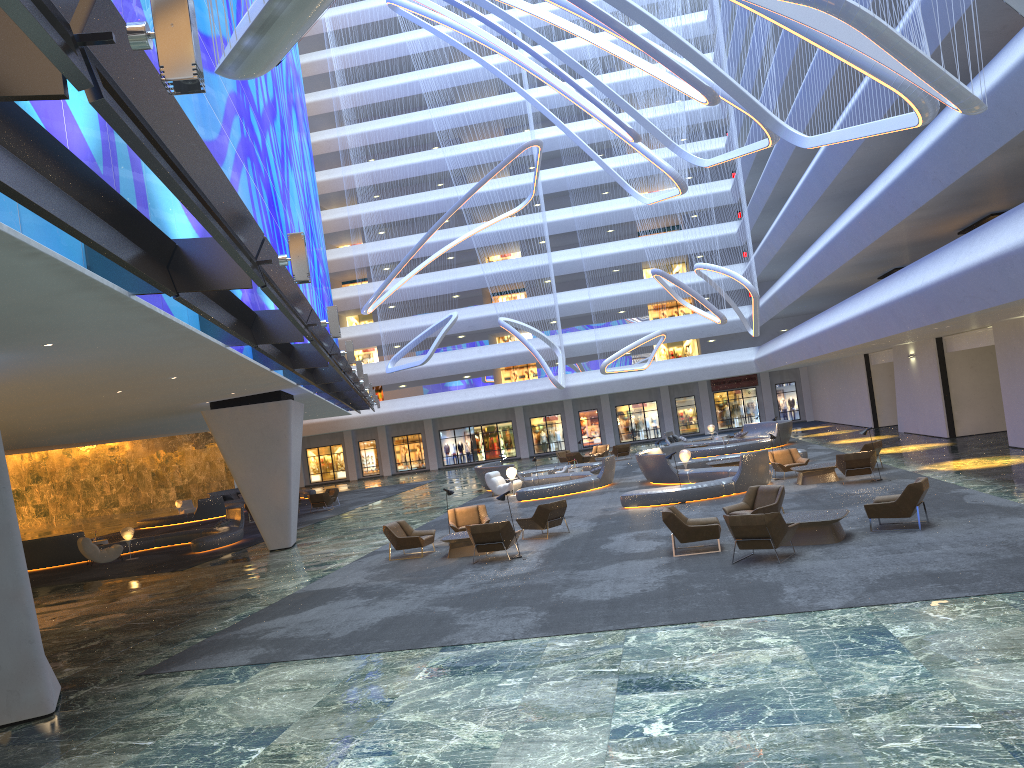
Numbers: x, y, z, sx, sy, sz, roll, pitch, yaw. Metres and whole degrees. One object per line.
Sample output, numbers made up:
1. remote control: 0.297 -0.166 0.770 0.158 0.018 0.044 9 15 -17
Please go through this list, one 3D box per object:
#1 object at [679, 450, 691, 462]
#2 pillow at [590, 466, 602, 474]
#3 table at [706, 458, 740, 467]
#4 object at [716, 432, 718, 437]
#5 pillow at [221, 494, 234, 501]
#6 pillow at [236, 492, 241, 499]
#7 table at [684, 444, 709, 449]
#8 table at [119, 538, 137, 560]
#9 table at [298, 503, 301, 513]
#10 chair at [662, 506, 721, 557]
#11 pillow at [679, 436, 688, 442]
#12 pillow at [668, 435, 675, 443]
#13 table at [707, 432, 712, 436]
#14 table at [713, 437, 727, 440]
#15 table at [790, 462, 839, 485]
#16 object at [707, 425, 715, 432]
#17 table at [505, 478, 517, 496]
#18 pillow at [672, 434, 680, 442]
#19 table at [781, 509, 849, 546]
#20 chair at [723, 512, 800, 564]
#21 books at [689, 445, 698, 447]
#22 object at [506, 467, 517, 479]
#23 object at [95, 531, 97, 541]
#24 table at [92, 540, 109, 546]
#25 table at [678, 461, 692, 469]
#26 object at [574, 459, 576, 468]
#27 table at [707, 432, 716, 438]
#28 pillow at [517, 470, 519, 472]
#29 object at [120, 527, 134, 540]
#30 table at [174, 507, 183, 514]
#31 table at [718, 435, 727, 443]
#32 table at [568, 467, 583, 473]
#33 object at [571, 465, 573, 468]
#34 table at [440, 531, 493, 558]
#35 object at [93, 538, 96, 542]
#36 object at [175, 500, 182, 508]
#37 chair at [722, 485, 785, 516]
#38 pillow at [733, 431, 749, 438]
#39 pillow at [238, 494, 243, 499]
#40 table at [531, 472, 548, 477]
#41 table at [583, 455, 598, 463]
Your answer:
1. object: 5.365 2.219 27.457 0.367 0.387 0.318 -8 -1 17
2. pillow: 3.053 2.892 29.976 0.693 0.262 0.876 -9 -2 18
3. table: 6.824 2.661 28.243 1.204 0.392 1.203 -8 -2 10
4. object: 10.095 2.506 43.566 0.131 0.252 0.103 -8 -1 -7
5. pillow: -15.321 6.099 47.668 0.315 0.386 0.783 -8 -2 26
6. pillow: -14.670 6.046 48.468 0.773 0.366 0.318 -6 -2 -39
7. table: 8.191 2.932 39.390 1.204 0.392 1.203 -8 -2 10
8. table: -11.606 5.027 26.926 0.428 0.595 0.418 -8 -1 9
9. table: -9.387 5.246 36.899 1.201 0.392 1.206 -7 -2 -26
10. chair: 3.059 2.453 15.014 0.939 0.766 0.929 -8 -2 11
11. pillow: 8.483 2.769 44.594 0.683 0.280 0.876 -6 -3 -43
12. pillow: 8.014 2.755 44.343 0.295 0.368 0.768 -8 -2 22
13. table: 10.422 2.796 46.128 0.417 0.595 0.428 -8 -1 -16
14. table: 10.220 2.820 43.484 0.671 0.406 0.673 -8 -2 6
15. table: 7.793 2.299 22.673 1.204 0.392 1.203 -8 -2 9
16. object: 10.387 2.307 46.171 0.366 0.387 0.318 -8 -1 -8
17. table: 0.024 3.589 30.843 0.417 0.595 0.428 -8 -1 -16
18. pillow: 8.220 2.703 44.342 0.315 0.386 0.784 -8 -2 25
19. table: 4.906 2.361 14.538 1.205 0.392 1.201 -9 -2 28
20. chair: 3.785 2.289 13.460 0.931 0.766 0.937 -9 -2 36
21. books: 8.066 2.732 39.370 0.396 0.039 0.301 -9 -3 23
22. object: -0.011 3.100 30.886 0.366 0.387 0.318 -8 -1 -8
23. object: -14.621 5.344 31.126 0.076 0.355 0.066 -8 0 2
24. table: -14.431 5.702 31.132 0.671 0.406 0.674 -8 -2 -3
25. table: 5.386 2.711 27.431 0.418 0.595 0.427 -8 -1 9
26. object: 2.501 3.163 35.347 0.066 0.355 0.077 -8 -1 -23
27. table: 10.179 2.770 44.884 0.417 0.595 0.429 -7 -1 -37
28. pillow: -0.016 3.670 37.074 0.442 0.207 0.446 -7 -2 -29
29. object: -11.695 4.545 26.976 0.318 0.387 0.366 -8 -1 17
30. table: -16.214 6.328 43.159 0.418 0.595 0.427 -8 -1 9
31. table: 9.582 2.657 40.150 0.418 0.595 0.427 -8 -1 6
32. table: 2.619 3.525 35.222 0.672 0.406 0.672 -7 -2 -28
33. object: 2.381 3.296 35.277 0.071 0.118 0.151 -8 -2 20
34. table: -0.827 3.310 18.449 1.204 0.392 1.203 -8 -2 10
35. object: -14.601 5.454 30.972 0.152 0.118 0.071 -9 -2 45
36. object: -16.236 5.836 43.185 0.367 0.387 0.318 -8 -1 17
37. chair: 4.517 2.306 16.317 0.937 0.766 0.931 -7 -2 -29
38. pillow: 10.490 2.307 40.617 0.691 0.262 0.879 -7 -2 -28
39. pillow: -14.583 6.070 48.289 0.692 0.262 0.878 -8 -2 0
40. table: 1.117 3.731 35.198 0.675 0.406 0.670 -9 -2 29
41. table: 3.476 3.719 42.768 1.201 0.392 1.206 -6 -3 -45
